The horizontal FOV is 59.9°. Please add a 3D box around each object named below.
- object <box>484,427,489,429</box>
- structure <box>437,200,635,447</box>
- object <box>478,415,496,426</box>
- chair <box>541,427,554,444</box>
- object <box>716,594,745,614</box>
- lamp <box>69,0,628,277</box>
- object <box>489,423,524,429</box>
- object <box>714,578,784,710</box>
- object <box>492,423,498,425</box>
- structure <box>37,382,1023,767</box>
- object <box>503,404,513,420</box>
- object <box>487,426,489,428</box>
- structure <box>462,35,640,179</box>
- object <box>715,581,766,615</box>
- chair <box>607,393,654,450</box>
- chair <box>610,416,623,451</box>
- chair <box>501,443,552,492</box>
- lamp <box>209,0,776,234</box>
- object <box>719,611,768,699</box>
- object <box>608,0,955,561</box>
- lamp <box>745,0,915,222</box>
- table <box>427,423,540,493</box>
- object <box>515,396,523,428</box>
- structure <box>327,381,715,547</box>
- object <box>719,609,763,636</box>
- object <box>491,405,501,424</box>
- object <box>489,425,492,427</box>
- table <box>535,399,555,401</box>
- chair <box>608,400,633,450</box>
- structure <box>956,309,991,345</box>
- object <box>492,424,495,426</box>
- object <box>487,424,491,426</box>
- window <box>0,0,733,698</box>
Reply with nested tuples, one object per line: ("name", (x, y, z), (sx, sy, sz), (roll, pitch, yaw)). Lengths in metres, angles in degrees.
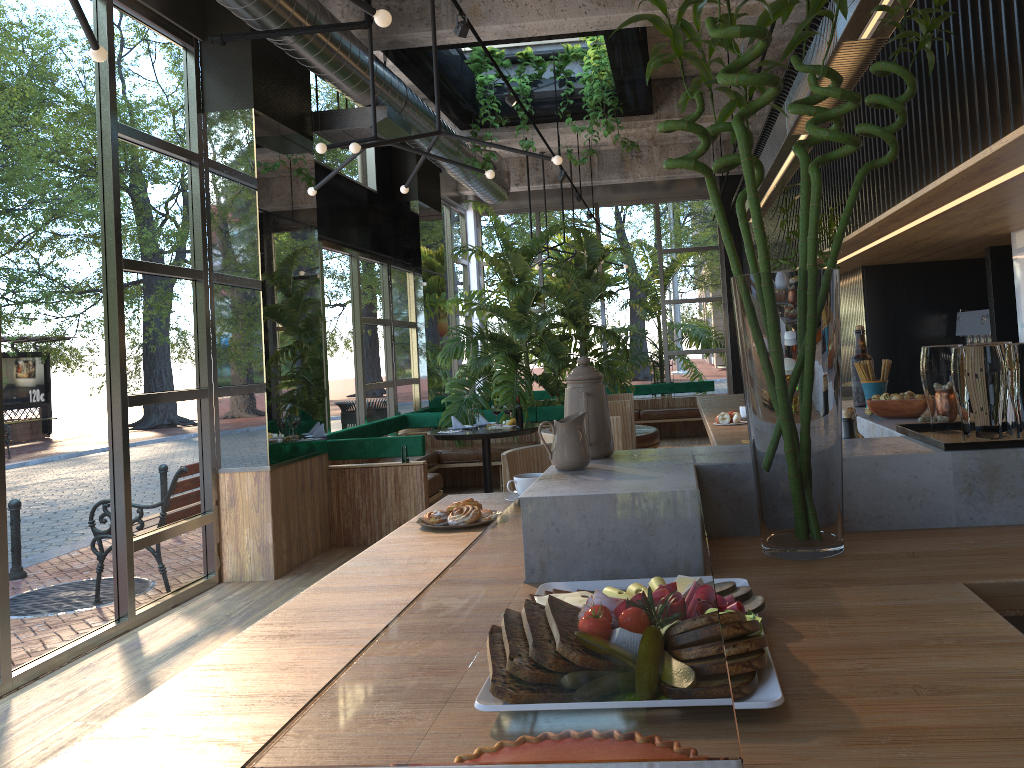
("object", (-0.246, 0.422, 8.494), (0.061, 0.013, 0.149), (-3, 2, 5))
("structure", (0.282, -0.595, 10.896), (2.464, 3.440, 2.633), (-3, -1, -7))
("object", (-0.278, 0.351, 8.913), (0.237, 0.139, 0.229), (-4, 1, -8))
("chair", (0.420, 0.667, 3.753), (0.572, 0.970, 0.522), (-3, -2, -32))
("object", (0.224, 0.308, 1.190), (0.181, 0.081, 0.136), (-3, 1, 0))
("lamp", (0.711, -2.270, 4.362), (5.029, 1.824, 19.118), (-3, 2, 10))
("object", (-0.053, 0.405, 8.532), (0.232, 0.019, 0.363), (-3, 2, 19))
("object", (0.165, 0.339, 1.174), (0.330, 0.025, 0.500), (-3, 2, 9))
("object", (-0.179, 0.403, 8.686), (0.096, 0.028, 0.131), (-3, 2, 23))
("structure", (2.814, 0.317, 2.941), (5.783, 1.731, 7.205), (-3, 2, 8))
("object", (-0.035, 0.306, 8.766), (0.103, 0.201, 0.101), (-3, -1, -3))
("object", (-0.231, 0.414, 8.597), (0.032, 0.019, 0.038), (-3, 1, 21))
("structure", (0.511, -2.991, 9.486), (2.071, 1.518, 1.479), (-3, 0, 37))
("object", (0.294, 0.316, 1.293), (0.118, 0.035, 0.172), (-4, 2, -11))
("chair", (0.843, 0.561, 6.120), (0.532, 0.970, 0.561), (-4, -1, 18))
("chair", (0.573, 0.630, 4.565), (0.523, 0.970, 0.570), (-4, -1, 32))
("chair", (0.265, 0.702, 2.988), (0.573, 0.970, 0.521), (-2, -2, -35))
("lamp", (0.502, -2.564, 8.735), (3.754, 1.532, 10.125), (-3, 2, 7))
("object", (0.236, 0.309, 1.056), (0.132, 0.074, 0.200), (-3, 1, 9))
("object", (0.520, -0.465, 1.706), (0.660, 1.551, 0.595), (-4, -2, 13))
("lamp", (2.323, -2.182, 3.226), (4.962, 2.134, 6.766), (-3, 2, 3))
("table", (-0.236, 0.802, 8.526), (1.142, 0.751, 1.058), (-4, 1, -23))
("object", (0.066, 0.263, 8.387), (0.066, 0.299, 0.071), (-4, -2, 24))
("structure", (0.621, 0.505, 4.034), (5.963, 1.550, 20.343), (-3, 2, 10))
("object", (0.178, 0.316, 1.190), (0.301, 0.061, 0.412), (-4, 2, -16))
("object", (-0.155, 0.311, 8.820), (0.103, 0.201, 0.101), (-3, -1, -3))
("object", (-0.203, 0.409, 8.531), (0.032, 0.031, 0.040), (-3, 0, 33))
("table", (0.488, 0.626, 12.457), (1.125, 0.751, 1.075), (-4, 1, -12))
("chair", (0.694, 0.597, 5.314), (0.564, 0.970, 0.530), (-3, -1, -17))
("structure", (3.789, 0.183, 7.005), (0.543, 1.596, 0.847), (-4, -1, 9))
("object", (-0.185, 0.404, 8.622), (0.032, 0.032, 0.038), (-3, 0, 6))
("object", (-0.226, 0.407, 8.718), (0.024, 0.025, 0.047), (-4, 1, 27))
("window", (-0.617, -1.907, 4.225), (4.093, 6.497, 20.594), (-4, 2, 11))
